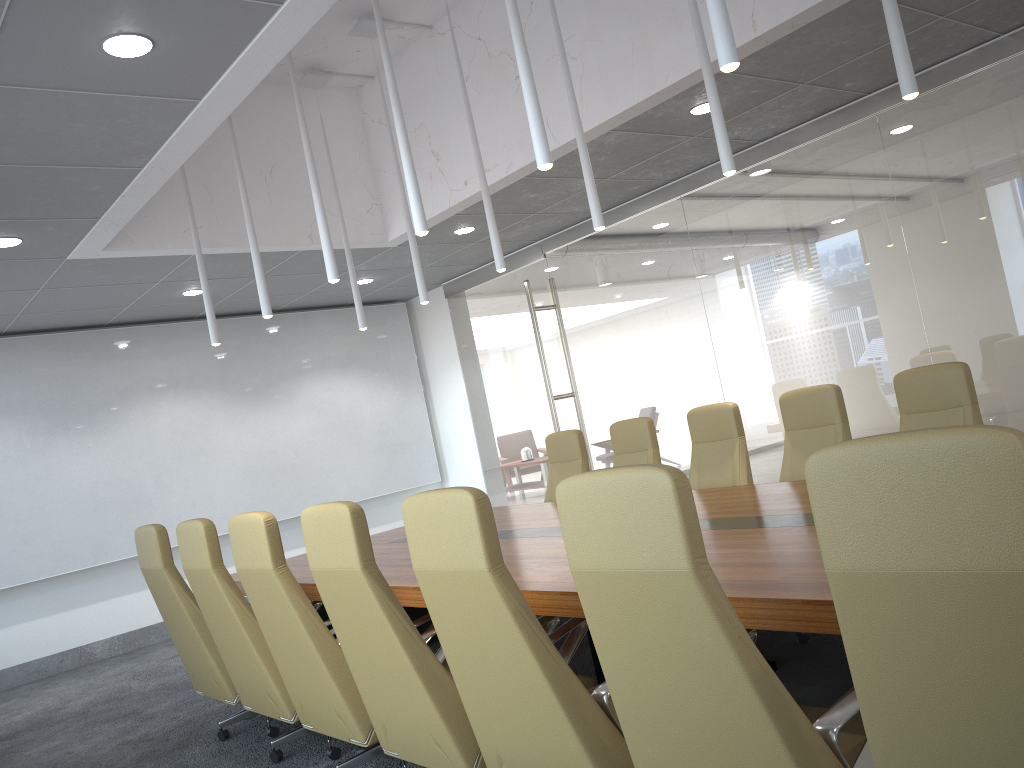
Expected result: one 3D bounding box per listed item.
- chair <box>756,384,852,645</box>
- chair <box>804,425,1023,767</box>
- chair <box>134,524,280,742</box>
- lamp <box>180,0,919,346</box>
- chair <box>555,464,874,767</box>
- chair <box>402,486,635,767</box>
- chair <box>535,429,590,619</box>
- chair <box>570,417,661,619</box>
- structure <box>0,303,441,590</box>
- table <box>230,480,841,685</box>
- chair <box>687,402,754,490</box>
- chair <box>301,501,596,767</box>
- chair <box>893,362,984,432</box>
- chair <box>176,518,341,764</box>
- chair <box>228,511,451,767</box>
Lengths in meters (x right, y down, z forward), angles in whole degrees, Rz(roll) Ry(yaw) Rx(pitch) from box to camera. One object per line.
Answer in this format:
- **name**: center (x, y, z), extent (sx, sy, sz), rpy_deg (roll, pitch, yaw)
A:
- **chair**: center (1.725, 0.764, 5.439), extent (0.955, 1.406, 0.711), rpy_deg (-10, -3, -39)
- **chair**: center (1.220, 0.722, 1.939), extent (0.955, 1.406, 0.711), rpy_deg (-10, -3, -39)
- **chair**: center (-1.731, 1.485, 5.628), extent (0.955, 1.406, 0.711), rpy_deg (-10, -3, -39)
- **lamp**: center (0.107, -2.106, 4.731), extent (2.619, 2.378, 7.258), rpy_deg (-10, -3, -39)
- **chair**: center (0.736, 0.847, 2.544), extent (0.955, 1.406, 0.711), rpy_deg (-10, -3, -39)
- **chair**: center (0.237, 0.976, 3.168), extent (0.955, 1.406, 0.711), rpy_deg (-10, -3, -39)
- **chair**: center (0.243, 1.147, 7.293), extent (0.955, 1.406, 0.711), rpy_deg (-10, -3, -39)
- **chair**: center (0.736, 1.020, 6.676), extent (0.955, 1.406, 0.711), rpy_deg (-10, -3, -39)
- **structure**: center (0.470, -0.547, 4.703), extent (6.600, 2.466, 13.989), rpy_deg (-10, -3, -39)
- **table**: center (0.786, 1.183, 4.594), extent (2.300, 0.895, 6.500), rpy_deg (-10, -3, -39)
- **chair**: center (1.235, 0.891, 6.052), extent (0.955, 1.406, 0.711), rpy_deg (-10, -3, -39)
- **chair**: center (-0.259, 1.104, 3.788), extent (0.955, 1.406, 0.711), rpy_deg (-10, -3, -39)
- **chair**: center (2.218, 0.637, 4.823), extent (0.955, 1.406, 0.711), rpy_deg (-10, -3, -39)
- **chair**: center (-1.239, 1.358, 5.014), extent (0.955, 1.406, 0.711), rpy_deg (-10, -3, -39)
- **chair**: center (-0.761, 1.234, 4.416), extent (0.955, 1.406, 0.711), rpy_deg (-10, -3, -39)
